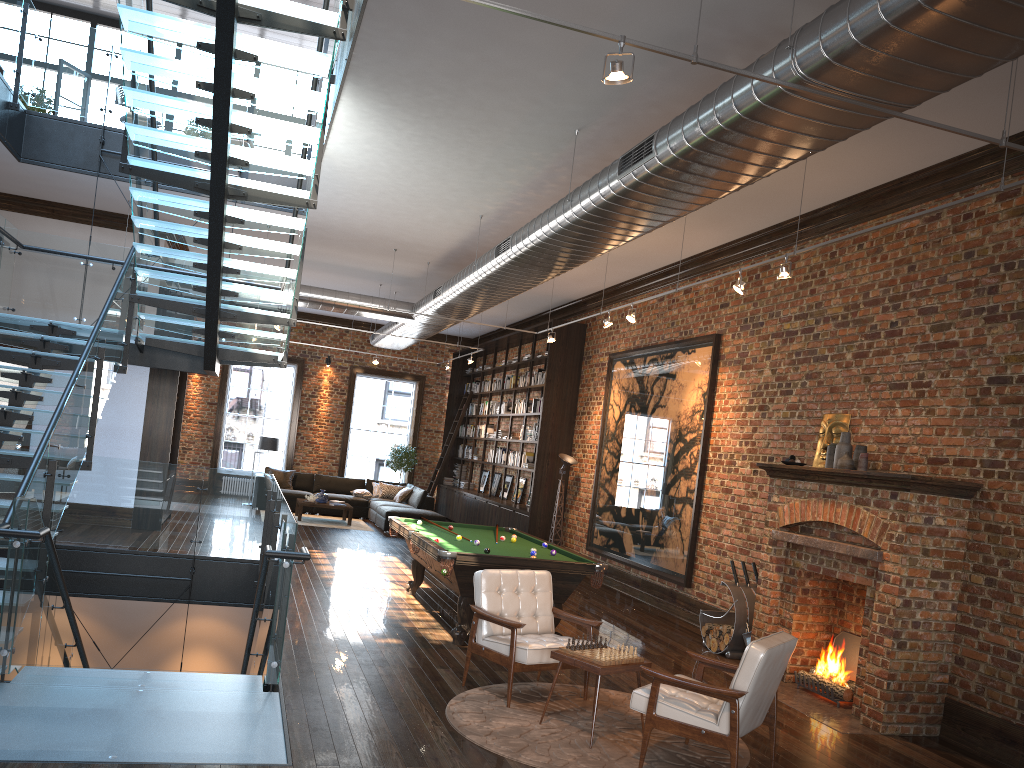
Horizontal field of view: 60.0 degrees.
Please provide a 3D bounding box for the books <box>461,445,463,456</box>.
[{"bbox_3d":[-1.127,1.636,21.388,0.184,0.300,0.015,7,0,-17],"label":"books"}]

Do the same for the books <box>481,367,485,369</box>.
[{"bbox_3d":[-0.578,-0.350,20.262,0.206,0.024,0.248,8,-5,-13],"label":"books"}]

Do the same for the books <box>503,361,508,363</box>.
[{"bbox_3d":[-0.045,-0.443,18.511,0.204,0.011,0.308,8,-5,-16],"label":"books"}]

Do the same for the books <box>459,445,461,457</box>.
[{"bbox_3d":[-1.196,1.652,21.647,0.181,0.294,0.050,7,0,-17],"label":"books"}]

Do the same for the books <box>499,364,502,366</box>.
[{"bbox_3d":[-0.165,-0.398,18.889,0.192,0.013,0.315,8,-5,-20],"label":"books"}]

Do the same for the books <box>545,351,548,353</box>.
[{"bbox_3d":[0.748,-0.563,15.802,0.203,0.015,0.360,9,-5,-21],"label":"books"}]

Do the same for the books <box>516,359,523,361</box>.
[{"bbox_3d":[0.169,-0.470,17.813,0.172,0.021,0.306,8,-5,-20],"label":"books"}]

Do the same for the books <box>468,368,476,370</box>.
[{"bbox_3d":[-0.942,-0.352,21.548,0.191,0.017,0.299,8,-5,-18],"label":"books"}]

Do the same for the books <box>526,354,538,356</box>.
[{"bbox_3d":[0.375,-0.542,17.126,0.168,0.015,0.369,8,-5,-11],"label":"books"}]

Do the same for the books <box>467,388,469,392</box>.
[{"bbox_3d":[-0.995,0.189,21.442,0.182,0.186,0.032,7,0,-17],"label":"books"}]

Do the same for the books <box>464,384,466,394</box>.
[{"bbox_3d":[-1.061,0.154,21.662,0.187,0.275,0.015,7,0,-17],"label":"books"}]

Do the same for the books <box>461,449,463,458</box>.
[{"bbox_3d":[-1.122,1.682,21.339,0.168,0.202,0.034,7,0,-17],"label":"books"}]

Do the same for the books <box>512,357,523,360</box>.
[{"bbox_3d":[0.157,-0.501,17.809,0.206,0.017,0.359,8,-5,-19],"label":"books"}]

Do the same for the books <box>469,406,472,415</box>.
[{"bbox_3d":[-0.900,0.649,20.939,0.191,0.229,0.034,7,0,-17],"label":"books"}]

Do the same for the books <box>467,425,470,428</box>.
[{"bbox_3d":[-1.041,1.131,21.278,0.179,0.299,0.015,7,0,-17],"label":"books"}]

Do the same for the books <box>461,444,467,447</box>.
[{"bbox_3d":[-1.174,1.637,21.591,0.158,0.319,0.013,7,0,-17],"label":"books"}]

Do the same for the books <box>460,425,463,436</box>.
[{"bbox_3d":[-1.156,1.157,21.609,0.189,0.272,0.013,7,0,-17],"label":"books"}]

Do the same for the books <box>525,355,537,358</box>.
[{"bbox_3d":[0.375,-0.518,17.127,0.170,0.034,0.285,8,-5,-21],"label":"books"}]

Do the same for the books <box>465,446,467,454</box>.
[{"bbox_3d":[-1.002,1.620,20.972,0.188,0.296,0.024,7,0,-17],"label":"books"}]

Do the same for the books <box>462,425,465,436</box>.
[{"bbox_3d":[-1.089,1.134,21.384,0.188,0.297,0.016,7,0,-17],"label":"books"}]

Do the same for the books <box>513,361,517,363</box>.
[{"bbox_3d":[0.148,-0.425,17.809,0.214,0.014,0.281,8,-5,-14],"label":"books"}]

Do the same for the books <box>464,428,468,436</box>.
[{"bbox_3d":[-1.052,1.171,21.251,0.187,0.211,0.035,7,0,-17],"label":"books"}]

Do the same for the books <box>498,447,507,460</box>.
[{"bbox_3d":[-0.182,1.474,18.216,0.183,0.336,0.015,7,0,-17],"label":"books"}]

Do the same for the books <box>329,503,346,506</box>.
[{"bbox_3d":[-3.334,2.311,16.969,0.263,0.024,0.205,10,-6,-39],"label":"books"}]

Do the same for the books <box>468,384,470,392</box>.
[{"bbox_3d":[-0.948,0.143,21.268,0.191,0.263,0.065,7,0,-17],"label":"books"}]

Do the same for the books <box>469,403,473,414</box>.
[{"bbox_3d":[-0.907,0.615,20.999,0.189,0.303,0.014,7,0,-17],"label":"books"}]

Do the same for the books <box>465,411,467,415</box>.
[{"bbox_3d":[-1.016,0.640,21.338,0.186,0.282,0.027,7,0,-17],"label":"books"}]

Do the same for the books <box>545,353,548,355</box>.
[{"bbox_3d":[0.742,-0.534,15.802,0.230,0.018,0.314,8,-5,-15],"label":"books"}]

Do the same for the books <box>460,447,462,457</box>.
[{"bbox_3d":[-1.165,1.659,21.508,0.177,0.266,0.026,7,0,-17],"label":"books"}]

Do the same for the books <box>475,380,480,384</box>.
[{"bbox_3d":[-0.806,0.090,20.871,0.168,0.338,0.016,7,0,-17],"label":"books"}]

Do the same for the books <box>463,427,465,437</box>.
[{"bbox_3d":[-1.080,1.161,21.324,0.189,0.237,0.025,7,0,-17],"label":"books"}]

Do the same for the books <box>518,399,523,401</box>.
[{"bbox_3d":[0.187,0.451,17.335,0.153,0.307,0.016,7,0,-17],"label":"books"}]

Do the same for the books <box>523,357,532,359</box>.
[{"bbox_3d":[0.355,-0.494,17.122,0.217,0.020,0.234,8,-5,-19],"label":"books"}]

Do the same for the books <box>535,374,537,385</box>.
[{"bbox_3d":[0.508,-0.054,16.438,0.169,0.231,0.028,7,0,-17],"label":"books"}]

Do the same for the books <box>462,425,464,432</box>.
[{"bbox_3d":[-1.125,1.151,21.549,0.171,0.282,0.027,7,0,-17],"label":"books"}]

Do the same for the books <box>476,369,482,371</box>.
[{"bbox_3d":[-0.703,-0.317,20.635,0.230,0.033,0.273,8,-5,-13],"label":"books"}]

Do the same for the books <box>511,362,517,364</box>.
[{"bbox_3d":[0.135,-0.405,17.806,0.228,0.011,0.372,8,-5,-13],"label":"books"}]

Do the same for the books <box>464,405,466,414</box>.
[{"bbox_3d":[-1.084,0.646,21.597,0.177,0.296,0.041,7,0,-17],"label":"books"}]

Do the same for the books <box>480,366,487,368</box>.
[{"bbox_3d":[-0.579,-0.372,20.260,0.217,0.018,0.376,8,-5,-18],"label":"books"}]

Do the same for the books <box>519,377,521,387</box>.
[{"bbox_3d":[0.236,-0.020,17.346,0.173,0.244,0.011,7,0,-17],"label":"books"}]

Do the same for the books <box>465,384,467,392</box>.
[{"bbox_3d":[-1.046,0.156,21.625,0.179,0.269,0.012,7,0,-17],"label":"books"}]

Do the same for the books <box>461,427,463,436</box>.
[{"bbox_3d":[-1.144,1.180,21.599,0.179,0.228,0.016,7,0,-17],"label":"books"}]

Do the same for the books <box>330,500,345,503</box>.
[{"bbox_3d":[-3.409,2.302,17.300,0.205,0.028,0.263,6,-5,16],"label":"books"}]

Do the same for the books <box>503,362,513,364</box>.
[{"bbox_3d":[-0.041,-0.432,18.513,0.187,0.011,0.380,8,-5,-15],"label":"books"}]

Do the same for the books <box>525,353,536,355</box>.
[{"bbox_3d":[0.377,-0.558,17.126,0.189,0.017,0.275,8,-5,-14],"label":"books"}]

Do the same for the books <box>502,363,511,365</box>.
[{"bbox_3d":[-0.060,-0.405,18.508,0.219,0.016,0.367,8,-5,-15],"label":"books"}]

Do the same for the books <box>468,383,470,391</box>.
[{"bbox_3d":[-0.952,0.137,21.341,0.190,0.283,0.032,7,0,-17],"label":"books"}]

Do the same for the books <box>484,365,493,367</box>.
[{"bbox_3d":[-0.563,-0.404,20.264,0.192,0.007,0.364,8,-5,-14],"label":"books"}]

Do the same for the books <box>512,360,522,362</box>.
[{"bbox_3d":[0.153,-0.447,17.809,0.194,0.030,0.312,9,-5,-21],"label":"books"}]

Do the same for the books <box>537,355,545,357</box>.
[{"bbox_3d":[0.600,-0.497,16.233,0.220,0.019,0.329,8,-5,-13],"label":"books"}]

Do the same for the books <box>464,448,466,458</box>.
[{"bbox_3d":[-1.061,1.652,21.130,0.188,0.244,0.026,7,0,-17],"label":"books"}]

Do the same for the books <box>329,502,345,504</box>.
[{"bbox_3d":[-3.416,2.328,17.307,0.205,0.024,0.263,5,-5,18],"label":"books"}]

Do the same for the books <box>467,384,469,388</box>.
[{"bbox_3d":[-1.000,0.149,21.470,0.177,0.269,0.029,7,0,-17],"label":"books"}]

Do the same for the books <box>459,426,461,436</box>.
[{"bbox_3d":[-1.193,1.166,21.712,0.187,0.261,0.014,7,0,-17],"label":"books"}]

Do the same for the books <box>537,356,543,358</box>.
[{"bbox_3d":[0.599,-0.481,16.233,0.215,0.012,0.252,8,-5,-12],"label":"books"}]

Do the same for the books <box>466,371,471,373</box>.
[{"bbox_3d":[-0.968,-0.276,21.543,0.214,0.014,0.356,8,-5,-20],"label":"books"}]
